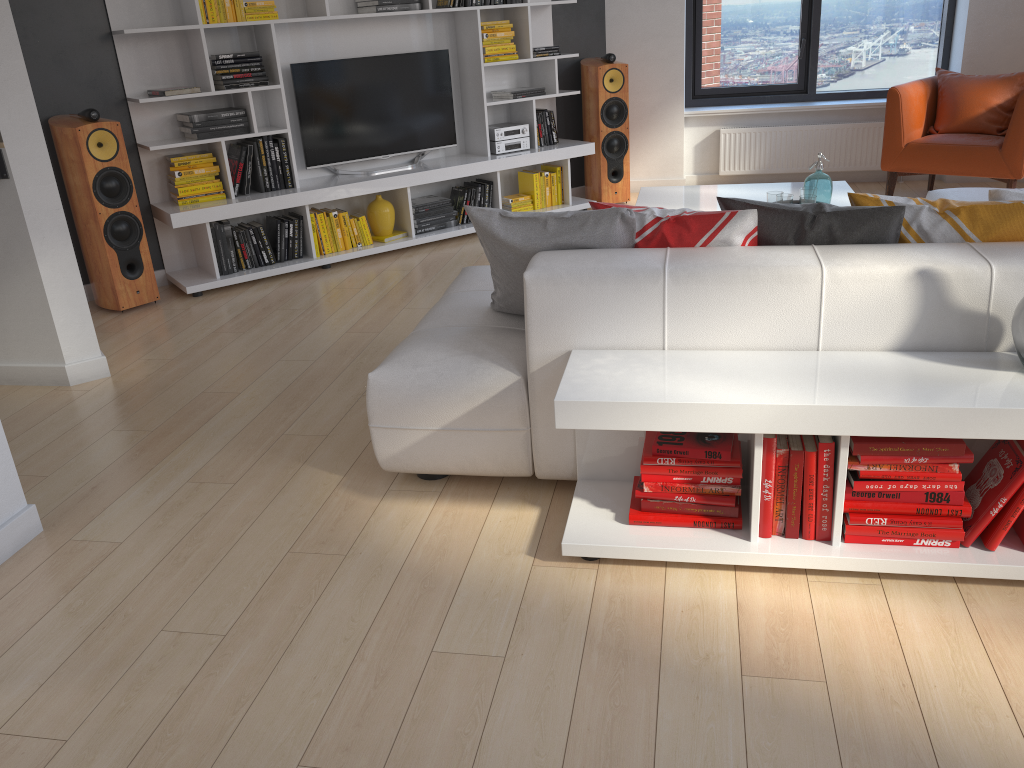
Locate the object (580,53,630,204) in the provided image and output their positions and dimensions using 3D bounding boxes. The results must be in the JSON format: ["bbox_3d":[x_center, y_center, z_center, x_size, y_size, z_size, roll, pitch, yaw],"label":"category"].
[{"bbox_3d":[0.681,-1.914,6.672,0.290,1.088,0.434,-11,24,-16],"label":"object"}]

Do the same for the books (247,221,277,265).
[{"bbox_3d":[-1.531,-0.864,5.428,0.083,0.249,0.191,-18,26,-30],"label":"books"}]

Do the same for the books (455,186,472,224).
[{"bbox_3d":[-0.357,-1.239,6.143,0.096,0.234,0.187,-18,26,-29],"label":"books"}]

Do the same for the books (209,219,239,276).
[{"bbox_3d":[-1.758,-0.828,5.299,0.128,0.321,0.259,-18,26,-30],"label":"books"}]

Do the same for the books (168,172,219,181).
[{"bbox_3d":[-1.875,-1.229,5.213,0.251,0.019,0.180,-18,26,-30],"label":"books"}]

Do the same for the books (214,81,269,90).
[{"bbox_3d":[-1.581,-1.746,5.178,0.263,0.026,0.189,-19,27,-31],"label":"books"}]

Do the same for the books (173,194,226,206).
[{"bbox_3d":[-1.850,-1.101,5.244,0.270,0.029,0.204,-15,25,-25],"label":"books"}]

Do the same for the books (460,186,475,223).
[{"bbox_3d":[-0.323,-1.244,6.148,0.081,0.233,0.169,-18,27,-31],"label":"books"}]

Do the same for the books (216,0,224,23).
[{"bbox_3d":[-1.668,-2.141,4.971,0.024,0.229,0.156,-18,26,-30],"label":"books"}]

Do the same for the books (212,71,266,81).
[{"bbox_3d":[-1.600,-1.799,5.171,0.266,0.030,0.209,-19,27,-31],"label":"books"}]

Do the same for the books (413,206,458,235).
[{"bbox_3d":[-0.584,-1.134,6.052,0.343,0.137,0.277,-21,28,-34],"label":"books"}]

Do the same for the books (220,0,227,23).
[{"bbox_3d":[-1.662,-2.164,4.991,0.019,0.251,0.180,-18,26,-30],"label":"books"}]

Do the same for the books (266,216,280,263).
[{"bbox_3d":[-1.476,-0.896,5.482,0.066,0.260,0.197,-18,26,-30],"label":"books"}]

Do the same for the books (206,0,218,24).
[{"bbox_3d":[-1.720,-2.147,4.956,0.044,0.255,0.198,-18,26,-30],"label":"books"}]

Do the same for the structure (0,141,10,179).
[{"bbox_3d":[-3.900,-2.562,4.754,4.190,4.339,2.823,1,23,12],"label":"structure"}]

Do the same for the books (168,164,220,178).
[{"bbox_3d":[-1.867,-1.256,5.206,0.250,0.035,0.185,-16,26,-27],"label":"books"}]

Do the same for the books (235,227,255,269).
[{"bbox_3d":[-1.627,-0.827,5.374,0.049,0.236,0.170,-18,26,-29],"label":"books"}]

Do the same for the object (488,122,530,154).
[{"bbox_3d":[-0.064,-1.734,6.259,0.285,0.174,0.270,-18,26,-30],"label":"object"}]

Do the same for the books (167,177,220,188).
[{"bbox_3d":[-1.876,-1.192,5.229,0.263,0.015,0.198,-16,26,-27],"label":"books"}]

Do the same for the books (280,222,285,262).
[{"bbox_3d":[-1.441,-0.885,5.474,0.069,0.242,0.172,-17,26,-29],"label":"books"}]

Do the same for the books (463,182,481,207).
[{"bbox_3d":[-0.284,-1.272,6.183,0.075,0.254,0.192,-18,27,-30],"label":"books"}]

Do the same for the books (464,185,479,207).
[{"bbox_3d":[-0.287,-1.252,6.154,0.069,0.242,0.172,-17,26,-29],"label":"books"}]

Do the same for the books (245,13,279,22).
[{"bbox_3d":[-1.468,-2.117,5.128,0.190,0.033,0.147,-18,26,-30],"label":"books"}]

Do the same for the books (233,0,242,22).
[{"bbox_3d":[-1.592,-2.177,5.031,0.024,0.234,0.172,-18,26,-30],"label":"books"}]

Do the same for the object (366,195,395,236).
[{"bbox_3d":[-0.858,-1.107,5.804,0.185,0.257,0.185,11,27,32],"label":"object"}]

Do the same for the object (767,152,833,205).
[{"bbox_3d":[1.347,-0.948,4.156,0.330,0.265,0.330,12,27,33],"label":"object"}]

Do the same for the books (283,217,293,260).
[{"bbox_3d":[-1.407,-0.904,5.508,0.071,0.243,0.179,-18,27,-31],"label":"books"}]

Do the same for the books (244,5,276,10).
[{"bbox_3d":[-1.470,-2.166,5.109,0.187,0.014,0.134,-18,26,-30],"label":"books"}]

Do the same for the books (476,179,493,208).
[{"bbox_3d":[-0.202,-1.301,6.230,0.066,0.260,0.197,-18,26,-30],"label":"books"}]

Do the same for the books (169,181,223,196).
[{"bbox_3d":[-1.864,-1.162,5.230,0.255,0.044,0.198,-18,26,-30],"label":"books"}]

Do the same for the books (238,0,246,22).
[{"bbox_3d":[-1.573,-2.185,5.047,0.024,0.234,0.172,-18,26,-30],"label":"books"}]

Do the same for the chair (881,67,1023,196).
[{"bbox_3d":[3.047,-1.624,5.862,0.896,0.858,0.843,17,30,41],"label":"chair"}]

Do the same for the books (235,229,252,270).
[{"bbox_3d":[-1.650,-0.823,5.367,0.053,0.240,0.189,-18,26,-29],"label":"books"}]

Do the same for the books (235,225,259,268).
[{"bbox_3d":[-1.604,-0.834,5.377,0.050,0.242,0.169,-18,26,-30],"label":"books"}]

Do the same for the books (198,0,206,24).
[{"bbox_3d":[-1.764,-2.133,4.912,0.029,0.270,0.204,-18,26,-30],"label":"books"}]

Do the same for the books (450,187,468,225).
[{"bbox_3d":[-0.382,-1.229,6.123,0.104,0.234,0.182,-18,26,-30],"label":"books"}]

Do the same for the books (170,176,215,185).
[{"bbox_3d":[-1.874,-1.201,5.201,0.228,0.024,0.152,-16,25,-26],"label":"books"}]

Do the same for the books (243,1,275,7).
[{"bbox_3d":[-1.482,-2.187,5.109,0.186,0.026,0.138,-18,26,-30],"label":"books"}]

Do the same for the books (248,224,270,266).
[{"bbox_3d":[-1.558,-0.850,5.409,0.066,0.242,0.177,-18,26,-30],"label":"books"}]

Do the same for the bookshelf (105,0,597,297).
[{"bbox_3d":[-0.807,-1.885,5.609,3.000,2.052,0.455,-18,26,-30],"label":"bookshelf"}]

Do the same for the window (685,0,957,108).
[{"bbox_3d":[2.284,-3.350,6.564,1.960,2.402,0.170,1,23,12],"label":"window"}]

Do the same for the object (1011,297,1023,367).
[{"bbox_3d":[1.376,-0.218,2.095,0.316,0.398,0.319,12,27,33],"label":"object"}]

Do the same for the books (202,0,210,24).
[{"bbox_3d":[-1.747,-2.143,4.932,0.025,0.270,0.213,-18,26,-30],"label":"books"}]

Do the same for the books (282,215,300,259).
[{"bbox_3d":[-1.382,-0.920,5.535,0.084,0.249,0.191,-18,26,-30],"label":"books"}]

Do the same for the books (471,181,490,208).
[{"bbox_3d":[-0.229,-1.287,6.214,0.084,0.249,0.191,-18,26,-30],"label":"books"}]

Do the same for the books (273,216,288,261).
[{"bbox_3d":[-1.436,-0.905,5.503,0.075,0.254,0.192,-18,27,-30],"label":"books"}]

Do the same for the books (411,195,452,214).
[{"bbox_3d":[-0.607,-1.223,6.030,0.310,0.047,0.250,-20,28,-34],"label":"books"}]

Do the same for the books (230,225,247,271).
[{"bbox_3d":[-1.680,-0.830,5.348,0.053,0.268,0.202,-18,26,-30],"label":"books"}]

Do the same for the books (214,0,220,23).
[{"bbox_3d":[-1.696,-2.158,4.972,0.015,0.263,0.199,-18,26,-30],"label":"books"}]

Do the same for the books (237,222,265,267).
[{"bbox_3d":[-1.587,-0.850,5.398,0.066,0.255,0.193,-18,26,-30],"label":"books"}]

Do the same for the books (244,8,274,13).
[{"bbox_3d":[-1.466,-2.145,5.100,0.169,0.018,0.113,-17,26,-28],"label":"books"}]

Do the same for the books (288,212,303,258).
[{"bbox_3d":[-1.354,-0.934,5.550,0.066,0.260,0.197,-18,26,-30],"label":"books"}]

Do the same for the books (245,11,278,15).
[{"bbox_3d":[-1.472,-2.140,5.123,0.196,0.011,0.148,-18,26,-30],"label":"books"}]

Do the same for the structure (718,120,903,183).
[{"bbox_3d":[2.356,-1.776,6.865,1.474,0.460,0.110,1,23,12],"label":"structure"}]

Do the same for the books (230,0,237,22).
[{"bbox_3d":[-1.615,-2.173,5.021,0.023,0.239,0.169,-18,26,-30],"label":"books"}]

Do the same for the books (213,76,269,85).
[{"bbox_3d":[-1.582,-1.770,5.170,0.270,0.025,0.189,-18,27,-31],"label":"books"}]

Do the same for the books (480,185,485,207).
[{"bbox_3d":[-0.257,-1.271,6.194,0.068,0.243,0.179,-19,27,-31],"label":"books"}]

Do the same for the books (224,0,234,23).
[{"bbox_3d":[-1.638,-2.170,5.003,0.035,0.250,0.185,-18,26,-30],"label":"books"}]

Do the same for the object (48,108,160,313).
[{"bbox_3d":[-2.279,-0.964,4.914,0.434,1.088,0.290,15,30,39],"label":"object"}]

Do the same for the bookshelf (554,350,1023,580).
[{"bbox_3d":[1.428,0.218,2.208,2.600,0.500,0.356,1,23,12],"label":"bookshelf"}]
